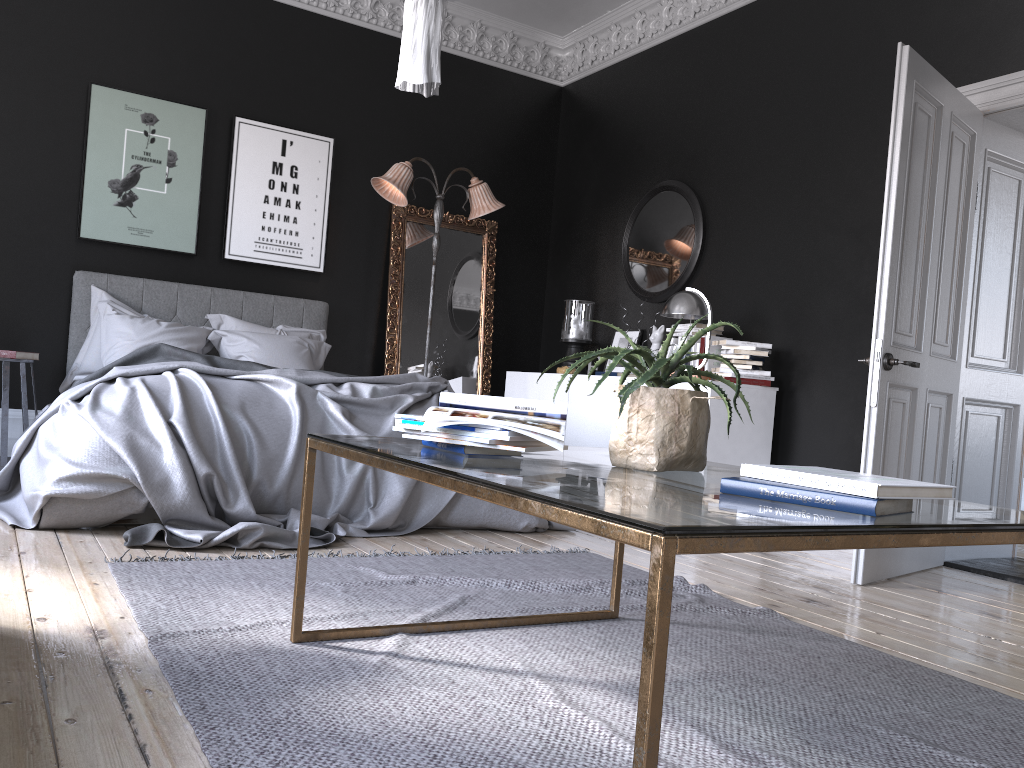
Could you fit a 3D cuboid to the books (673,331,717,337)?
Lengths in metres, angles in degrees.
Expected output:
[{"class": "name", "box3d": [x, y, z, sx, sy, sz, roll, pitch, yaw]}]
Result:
[{"class": "books", "box3d": [1.233, -0.331, 6.022, 0.195, 0.026, 0.258, 5, 0, -21]}]

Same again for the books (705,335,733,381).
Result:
[{"class": "books", "box3d": [1.352, -0.154, 5.799, 0.220, 0.308, 0.050, 5, 1, -31]}]

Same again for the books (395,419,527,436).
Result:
[{"class": "books", "box3d": [-0.081, 0.106, 2.162, 0.318, 0.011, 0.253, 4, -1, 31]}]

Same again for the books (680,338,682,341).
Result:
[{"class": "books", "box3d": [1.207, -0.156, 5.993, 0.193, 0.289, 0.030, 5, 1, -31]}]

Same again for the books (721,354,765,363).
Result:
[{"class": "books", "box3d": [1.458, -0.163, 5.607, 0.193, 0.030, 0.290, 4, -1, 33]}]

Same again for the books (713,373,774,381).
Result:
[{"class": "books", "box3d": [1.447, -0.046, 5.579, 0.319, 0.025, 0.228, 5, 0, -21]}]

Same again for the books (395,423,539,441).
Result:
[{"class": "books", "box3d": [-0.078, 0.116, 2.143, 0.318, 0.011, 0.253, 4, -1, 31]}]

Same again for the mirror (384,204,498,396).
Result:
[{"class": "mirror", "box3d": [-0.592, -0.364, 7.438, 0.992, 2.192, 0.254, 4, 1, -31]}]

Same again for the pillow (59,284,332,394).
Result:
[{"class": "pillow", "box3d": [-2.076, -0.236, 6.137, 1.831, 0.760, 0.679, 5, 0, -31]}]

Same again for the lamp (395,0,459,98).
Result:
[{"class": "lamp", "box3d": [-0.276, -2.152, 3.423, 0.782, 2.049, 0.784, 5, 1, 13]}]

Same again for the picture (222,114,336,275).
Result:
[{"class": "picture", "box3d": [-1.766, -1.429, 6.766, 0.792, 1.079, 0.014, 5, 1, -31]}]

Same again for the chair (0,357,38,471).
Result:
[{"class": "chair", "box3d": [-3.172, 0.170, 5.419, 0.613, 0.673, 0.613, 5, 0, 13]}]

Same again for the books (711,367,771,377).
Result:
[{"class": "books", "box3d": [1.443, -0.075, 5.606, 0.318, 0.031, 0.229, 5, 0, -1]}]

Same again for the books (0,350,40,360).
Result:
[{"class": "books", "box3d": [-3.132, -0.186, 5.421, 0.346, 0.045, 0.275, 5, 0, -1]}]

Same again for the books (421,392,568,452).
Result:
[{"class": "books", "box3d": [-0.034, 0.085, 2.106, 0.322, 0.109, 0.273, 5, 0, 4]}]

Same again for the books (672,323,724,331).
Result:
[{"class": "books", "box3d": [1.262, -0.382, 6.031, 0.221, 0.030, 0.306, 5, -1, -21]}]

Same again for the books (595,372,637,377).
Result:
[{"class": "books", "box3d": [0.740, -0.063, 6.218, 0.193, 0.030, 0.289, 5, -1, -25]}]

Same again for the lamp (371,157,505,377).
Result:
[{"class": "lamp", "box3d": [-0.628, -0.488, 6.788, 0.986, 2.412, 0.772, 5, 1, 2]}]

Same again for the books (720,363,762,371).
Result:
[{"class": "books", "box3d": [1.452, -0.103, 5.613, 0.203, 0.029, 0.269, 5, -1, 29]}]

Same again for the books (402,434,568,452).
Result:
[{"class": "books", "box3d": [-0.060, 0.139, 2.124, 0.318, 0.011, 0.253, 5, -1, 26]}]

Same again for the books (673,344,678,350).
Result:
[{"class": "books", "box3d": [1.165, -0.142, 6.110, 0.195, 0.256, 0.091, 5, 1, -31]}]

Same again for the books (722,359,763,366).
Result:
[{"class": "books", "box3d": [1.457, -0.133, 5.622, 0.193, 0.030, 0.289, 5, 0, 0]}]

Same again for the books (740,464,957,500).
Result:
[{"class": "books", "box3d": [0.618, 0.180, 1.652, 0.220, 0.024, 0.307, 5, -1, -31]}]

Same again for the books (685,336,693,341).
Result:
[{"class": "books", "box3d": [1.242, -0.162, 5.982, 0.220, 0.307, 0.024, 5, 1, -31]}]

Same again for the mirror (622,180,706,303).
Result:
[{"class": "mirror", "box3d": [1.121, -1.075, 6.710, 0.061, 0.924, 0.923, 4, 0, -31]}]

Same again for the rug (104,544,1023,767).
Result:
[{"class": "rug", "box3d": [0.349, 0.751, 2.152, 2.107, 0.050, 3.642, 5, -1, -30]}]

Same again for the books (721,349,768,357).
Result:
[{"class": "books", "box3d": [1.467, -0.192, 5.605, 0.220, 0.030, 0.306, 5, 0, -1]}]

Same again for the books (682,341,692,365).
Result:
[{"class": "books", "box3d": [1.220, -0.143, 5.940, 0.205, 0.270, 0.029, 5, 1, -31]}]

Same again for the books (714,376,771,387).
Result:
[{"class": "books", "box3d": [1.441, -0.015, 5.569, 0.295, 0.038, 0.234, 5, 0, -4]}]

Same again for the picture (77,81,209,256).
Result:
[{"class": "picture", "box3d": [-2.595, -1.502, 6.266, 0.792, 1.079, 0.014, 5, 1, -31]}]

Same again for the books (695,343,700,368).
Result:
[{"class": "books", "box3d": [1.297, -0.134, 5.891, 0.195, 0.259, 0.026, 5, 1, -31]}]

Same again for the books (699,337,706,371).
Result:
[{"class": "books", "box3d": [1.331, -0.150, 5.837, 0.235, 0.295, 0.038, 5, 1, -31]}]

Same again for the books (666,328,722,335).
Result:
[{"class": "books", "box3d": [1.237, -0.356, 6.016, 0.220, 0.024, 0.307, 5, -1, -41]}]

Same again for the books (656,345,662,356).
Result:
[{"class": "books", "box3d": [1.076, -0.144, 6.200, 0.203, 0.246, 0.158, 5, 0, -31]}]

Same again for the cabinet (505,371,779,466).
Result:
[{"class": "cabinet", "box3d": [0.776, 0.399, 6.436, 0.570, 0.882, 2.394, 5, 0, -31]}]

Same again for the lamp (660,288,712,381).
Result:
[{"class": "lamp", "box3d": [1.108, -0.318, 5.647, 0.340, 0.590, 0.329, 5, 0, 39]}]

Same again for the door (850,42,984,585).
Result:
[{"class": "door", "box3d": [1.989, -0.270, 4.245, 1.098, 2.374, 0.216, 4, 1, -44]}]

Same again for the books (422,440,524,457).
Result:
[{"class": "books", "box3d": [-0.100, 0.153, 2.178, 0.163, 0.023, 0.231, 5, -1, -30]}]

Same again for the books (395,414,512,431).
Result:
[{"class": "books", "box3d": [-0.083, 0.095, 2.170, 0.318, 0.011, 0.253, 4, -1, 36]}]

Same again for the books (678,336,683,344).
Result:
[{"class": "books", "box3d": [1.220, -0.162, 6.072, 0.221, 0.307, 0.030, 5, 1, -31]}]

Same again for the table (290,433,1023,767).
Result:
[{"class": "table", "box3d": [0.266, 0.476, 2.031, 1.093, 0.558, 1.448, 5, 0, -31]}]

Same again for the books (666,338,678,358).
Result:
[{"class": "books", "box3d": [1.149, -0.163, 6.137, 0.220, 0.296, 0.126, 5, 0, -31]}]

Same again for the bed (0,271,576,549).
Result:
[{"class": "bed", "box3d": [-1.572, -0.016, 5.157, 2.767, 1.298, 3.280, 5, 0, -42]}]

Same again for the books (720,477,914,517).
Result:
[{"class": "books", "box3d": [0.557, 0.202, 1.622, 0.289, 0.030, 0.193, 4, -1, 43]}]

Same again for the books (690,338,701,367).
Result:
[{"class": "books", "box3d": [1.283, -0.159, 5.914, 0.220, 0.307, 0.024, 5, 1, -31]}]

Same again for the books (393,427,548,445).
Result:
[{"class": "books", "box3d": [-0.089, 0.126, 2.156, 0.318, 0.011, 0.253, 4, -1, 41]}]

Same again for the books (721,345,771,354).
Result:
[{"class": "books", "box3d": [1.486, -0.218, 5.618, 0.220, 0.024, 0.307, 4, -1, 34]}]

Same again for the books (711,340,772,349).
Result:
[{"class": "books", "box3d": [1.450, -0.247, 5.603, 0.306, 0.030, 0.220, 5, 0, -11]}]
